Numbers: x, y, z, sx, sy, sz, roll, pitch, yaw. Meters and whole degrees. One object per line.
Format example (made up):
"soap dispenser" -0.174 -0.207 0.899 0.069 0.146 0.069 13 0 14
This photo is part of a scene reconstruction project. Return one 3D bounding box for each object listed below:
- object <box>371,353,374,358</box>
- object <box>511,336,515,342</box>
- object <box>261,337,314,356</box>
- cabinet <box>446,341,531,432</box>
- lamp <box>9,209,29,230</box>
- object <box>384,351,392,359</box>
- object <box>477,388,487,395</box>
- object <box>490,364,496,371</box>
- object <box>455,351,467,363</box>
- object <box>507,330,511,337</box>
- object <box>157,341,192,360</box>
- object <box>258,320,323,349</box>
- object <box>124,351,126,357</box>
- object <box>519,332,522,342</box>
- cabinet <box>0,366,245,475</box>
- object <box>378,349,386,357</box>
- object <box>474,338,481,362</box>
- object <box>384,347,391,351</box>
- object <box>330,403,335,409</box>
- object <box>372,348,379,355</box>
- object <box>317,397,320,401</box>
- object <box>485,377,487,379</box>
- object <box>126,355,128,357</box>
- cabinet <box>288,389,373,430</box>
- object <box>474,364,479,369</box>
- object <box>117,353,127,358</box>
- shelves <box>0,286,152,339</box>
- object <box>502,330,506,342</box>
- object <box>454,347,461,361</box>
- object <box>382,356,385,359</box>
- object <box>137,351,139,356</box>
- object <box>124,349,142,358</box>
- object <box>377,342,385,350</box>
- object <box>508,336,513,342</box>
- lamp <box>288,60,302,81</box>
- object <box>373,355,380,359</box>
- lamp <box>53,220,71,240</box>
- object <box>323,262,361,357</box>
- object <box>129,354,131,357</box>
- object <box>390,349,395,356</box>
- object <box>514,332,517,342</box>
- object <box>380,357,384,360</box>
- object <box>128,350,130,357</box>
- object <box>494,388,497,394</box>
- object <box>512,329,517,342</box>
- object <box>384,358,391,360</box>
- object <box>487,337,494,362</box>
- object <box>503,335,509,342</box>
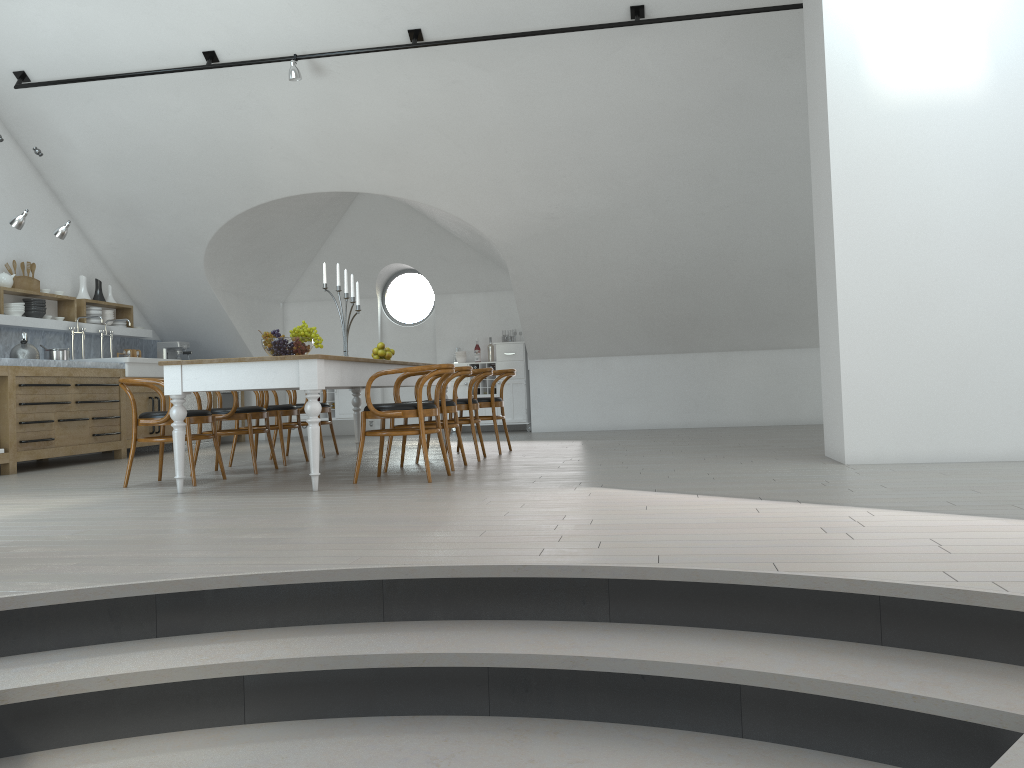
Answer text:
"object" -1.225 -0.257 7.925 0.062 0.059 0.062 -2 -1 14
"object" 0.006 -0.583 11.655 0.071 0.099 0.071 -3 -1 18
"object" -1.537 -0.230 6.091 0.360 0.160 0.360 -2 -1 -10
"cabinet" -0.331 0.053 11.663 1.242 1.155 0.609 -2 -2 9
"lamp" -4.272 -1.422 7.666 0.164 0.178 0.115 -3 -2 28
"object" -1.097 -0.254 7.856 0.071 0.072 0.070 -2 -1 -26
"object" -0.402 0.095 11.621 0.156 0.085 0.331 -2 0 11
"object" -0.239 -0.212 11.591 0.087 0.085 0.360 -2 0 9
"object" -0.670 -0.349 11.683 0.154 0.160 0.158 -3 -1 38
"object" -0.031 -0.622 11.715 0.054 0.179 0.054 -2 -2 4
"object" -4.086 -0.353 10.856 0.386 0.321 0.324 -2 -1 9
"object" -1.516 -0.294 6.075 0.394 0.284 0.292 -2 -1 -26
"object" -4.474 -0.289 10.258 0.019 0.196 0.022 -2 -2 -2
"object" 0.114 -0.612 11.587 0.046 0.143 0.046 -3 -2 21
"cabinet" -4.442 0.375 8.378 1.003 1.023 6.425 -2 0 9
"object" -1.150 -0.273 7.824 0.071 0.064 0.072 -2 -1 3
"object" -0.455 -0.442 11.675 0.081 0.330 0.081 -2 -2 5
"object" -1.110 -0.299 7.889 0.058 0.057 0.053 -3 -1 24
"object" -2.337 0.288 11.742 0.082 0.083 0.317 -2 0 9
"object" -1.208 -0.287 7.870 0.066 0.071 0.072 -2 -1 -21
"object" -2.543 0.193 11.741 0.082 0.085 0.317 -2 0 10
"object" -0.338 -0.102 11.620 0.085 0.085 0.330 -2 0 9
"object" -4.456 -0.280 10.249 0.019 0.179 0.044 -1 -2 -26
"cabinet" -2.457 0.199 11.822 1.134 0.790 0.496 -2 -2 9
"object" -0.443 -0.209 11.634 0.092 0.094 0.359 -2 0 10
"object" -4.497 -0.273 10.233 0.100 0.171 0.173 -2 -1 11
"shelves" -4.814 -1.238 8.045 0.480 1.363 5.546 -2 0 4
"object" -0.102 -0.615 11.587 0.048 0.169 0.048 -4 -3 42
"object" -0.733 -0.390 11.922 0.115 0.209 0.065 -2 -2 12
"object" -1.130 -0.258 7.959 0.076 0.076 0.077 -2 -1 -24
"object" -4.428 -0.293 10.482 0.040 0.192 0.042 -1 -2 -30
"object" -4.472 -0.299 10.455 0.104 0.223 0.200 -2 -1 10
"object" -1.165 -0.336 7.891 0.072 0.074 0.072 -2 -1 10
"object" -0.034 -0.576 11.582 0.077 0.085 0.077 -2 -1 17
"lamp" -1.877 -2.713 7.672 0.112 0.175 0.114 -1 -2 -28
"object" -1.200 -0.233 7.844 0.059 0.056 0.059 -2 -1 4
"lamp" -4.173 -1.426 8.235 0.169 0.176 0.112 -2 -2 2
"object" -1.341 -0.591 7.057 0.265 0.876 0.774 -2 -1 -16
"object" -4.445 -0.281 10.286 0.044 0.179 0.019 -2 -2 -6
"object" -1.079 -0.283 7.936 0.063 0.063 0.062 -1 -1 -28
"object" 0.044 -0.610 11.566 0.046 0.143 0.046 -3 -2 21
"object" -1.183 -0.209 7.916 0.080 0.074 0.078 -1 -1 -36
"object" -4.441 -0.293 10.273 0.040 0.192 0.042 0 -3 -44
"object" -0.231 0.092 11.586 0.081 0.081 0.358 -2 0 7
"object" 0.032 -0.628 11.723 0.063 0.187 0.063 -2 -2 -4
"object" -1.109 -0.204 7.910 0.063 0.063 0.064 -3 -1 21
"object" -0.278 -0.449 11.640 0.085 0.331 0.085 -1 -2 -31
"object" -0.078 -0.584 11.508 0.082 0.105 0.081 -1 -2 -42
